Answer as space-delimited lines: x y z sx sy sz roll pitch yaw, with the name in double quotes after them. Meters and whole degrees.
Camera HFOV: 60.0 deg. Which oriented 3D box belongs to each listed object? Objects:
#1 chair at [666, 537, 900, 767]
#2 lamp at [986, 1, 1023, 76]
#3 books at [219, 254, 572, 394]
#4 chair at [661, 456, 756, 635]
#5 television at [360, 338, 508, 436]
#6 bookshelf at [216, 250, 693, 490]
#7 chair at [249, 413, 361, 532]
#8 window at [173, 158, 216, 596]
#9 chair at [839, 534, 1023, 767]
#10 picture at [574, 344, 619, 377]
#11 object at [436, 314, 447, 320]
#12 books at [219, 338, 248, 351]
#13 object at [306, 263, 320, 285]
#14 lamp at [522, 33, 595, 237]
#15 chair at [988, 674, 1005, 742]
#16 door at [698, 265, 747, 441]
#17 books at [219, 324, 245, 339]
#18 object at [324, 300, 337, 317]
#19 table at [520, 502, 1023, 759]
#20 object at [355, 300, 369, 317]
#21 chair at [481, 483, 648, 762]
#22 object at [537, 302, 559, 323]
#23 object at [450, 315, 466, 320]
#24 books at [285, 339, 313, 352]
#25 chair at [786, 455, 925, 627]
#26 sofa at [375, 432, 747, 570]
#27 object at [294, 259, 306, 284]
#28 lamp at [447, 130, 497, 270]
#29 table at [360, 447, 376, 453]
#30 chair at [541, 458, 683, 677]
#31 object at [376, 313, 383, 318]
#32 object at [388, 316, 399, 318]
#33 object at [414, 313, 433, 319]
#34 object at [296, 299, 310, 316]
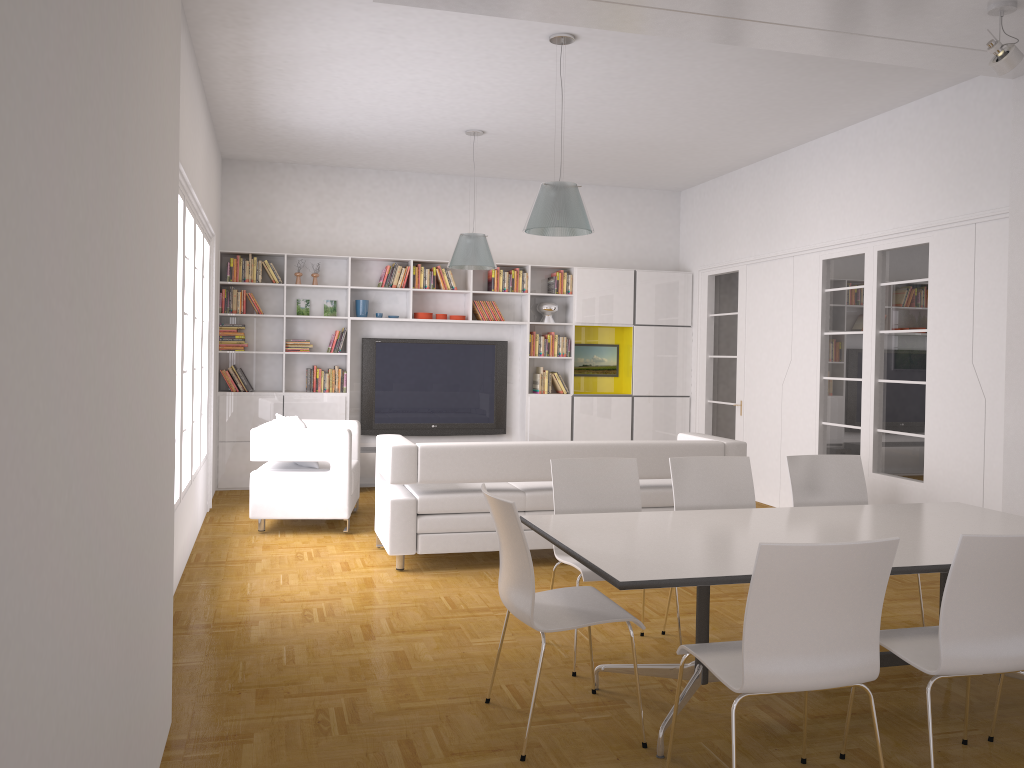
0.875 0.918 2.864 0.561 0.931 0.575 1 1 -15 "chair"
2.574 -1.794 4.628 0.173 0.364 0.167 2 1 27 "lamp"
-1.202 -0.626 9.798 3.862 1.455 0.235 1 1 -15 "books"
1.117 0.867 4.544 0.561 0.931 0.575 1 1 -15 "chair"
-0.867 0.042 10.004 1.660 1.087 0.082 1 1 -15 "television"
-0.503 -0.121 10.032 5.364 2.479 0.389 1 1 -15 "bookshelf"
-1.721 0.700 7.548 0.801 0.911 1.097 1 1 -5 "chair"
-2.349 -0.058 6.371 0.195 2.527 3.352 1 1 -15 "window"
1.552 0.924 3.048 0.561 0.931 0.575 1 1 -15 "chair"
0.985 -0.281 10.541 0.609 0.388 0.007 1 1 -15 "picture"
-0.790 -0.744 9.915 0.128 0.073 0.129 0 2 -19 "object"
-2.934 -0.404 9.346 0.284 0.153 0.207 1 2 -15 "books"
-2.165 -1.186 9.577 0.179 0.260 0.119 1 1 5 "object"
0.310 -1.602 5.702 0.464 1.249 0.465 1 1 -16 "lamp"
2.189 0.930 3.221 0.561 0.931 0.575 1 1 -15 "chair"
2.340 -0.051 9.854 0.139 2.453 1.009 1 1 -15 "door"
-2.947 -0.553 9.340 0.252 0.153 0.207 1 2 -15 "books"
-1.988 -0.825 9.701 0.144 0.190 0.052 1 1 -15 "object"
1.348 0.996 3.801 2.410 0.722 1.211 1 2 -15 "table"
-1.637 -0.817 9.672 0.147 0.192 0.147 0 1 -26 "object"
0.167 0.884 3.496 0.575 0.931 0.561 1 1 -15 "chair"
0.411 -0.818 10.236 0.256 0.239 0.257 1 1 -7 "object"
-0.611 -0.739 9.945 0.182 0.054 0.183 0 2 -19 "object"
-2.289 -0.398 9.521 0.284 0.153 0.207 1 2 -15 "books"
1.794 0.873 4.728 0.561 0.931 0.575 1 1 -15 "chair"
0.351 0.815 6.552 2.622 0.848 0.823 1 1 -15 "sofa"
-2.275 -1.196 9.529 0.120 0.279 0.179 1 1 -10 "object"
-0.356 -1.695 8.156 0.464 1.249 0.465 1 1 -16 "lamp"
-0.749 0.912 9.574 1.973 0.434 0.437 1 1 -15 "table"
0.480 0.861 4.370 0.561 0.931 0.575 1 1 -15 "chair"
-1.455 -0.747 9.722 0.078 0.056 0.078 1 1 10 "object"
-1.305 -0.734 9.763 0.124 0.032 0.123 0 2 -30 "object"
-0.986 -0.753 9.862 0.210 0.073 0.211 0 2 -40 "object"
-2.267 -0.827 9.625 0.144 0.190 0.052 1 1 -15 "object"
